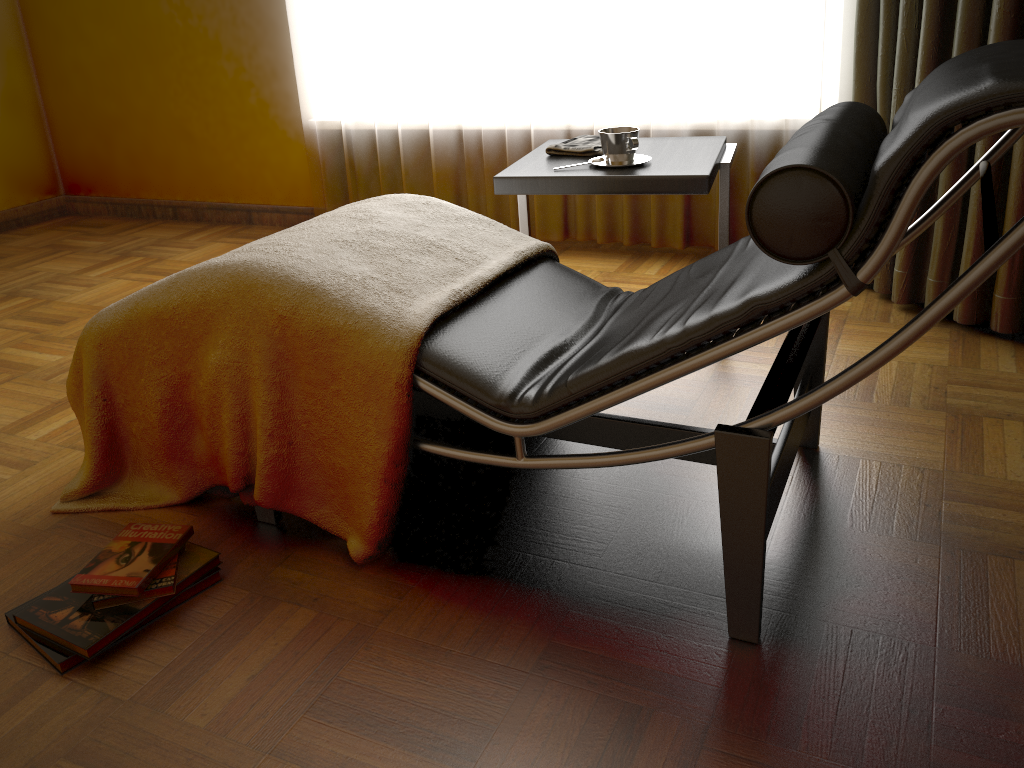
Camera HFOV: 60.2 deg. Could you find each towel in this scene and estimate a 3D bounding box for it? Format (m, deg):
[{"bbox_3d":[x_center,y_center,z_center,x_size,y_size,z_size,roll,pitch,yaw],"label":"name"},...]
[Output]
[{"bbox_3d":[0.212,-0.631,2.333,0.179,0.034,0.247,9,27,28],"label":"towel"}]

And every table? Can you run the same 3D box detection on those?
[{"bbox_3d":[0.269,-0.559,2.237,0.500,0.044,0.533,4,25,17],"label":"table"}]

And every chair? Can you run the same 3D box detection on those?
[{"bbox_3d":[0.040,-0.171,1.629,1.795,0.775,0.652,8,24,25],"label":"chair"}]

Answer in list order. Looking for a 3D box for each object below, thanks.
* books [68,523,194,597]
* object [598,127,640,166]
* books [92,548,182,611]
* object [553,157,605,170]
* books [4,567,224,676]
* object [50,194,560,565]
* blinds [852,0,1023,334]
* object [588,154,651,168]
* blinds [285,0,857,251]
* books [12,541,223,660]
[{"bbox_3d":[-0.637,0.292,1.489,0.123,0.017,0.178,1,24,11],"label":"books"},{"bbox_3d":[0.262,-0.565,2.101,0.111,0.076,0.100,8,25,26],"label":"object"},{"bbox_3d":[-0.628,0.309,1.494,0.124,0.017,0.177,-10,24,-12],"label":"books"},{"bbox_3d":[0.159,-0.524,2.096,0.123,0.019,0.030,-6,23,-4],"label":"object"},{"bbox_3d":[-0.666,0.357,1.488,0.202,0.022,0.286,15,30,37],"label":"books"},{"bbox_3d":[-0.418,-0.107,1.919,0.912,0.505,0.942,7,26,25],"label":"object"},{"bbox_3d":[1.237,-1.213,1.762,0.225,2.382,1.571,-10,22,-16],"label":"blinds"},{"bbox_3d":[0.258,-0.533,2.116,0.151,0.009,0.153,10,28,30],"label":"object"},{"bbox_3d":[0.063,-1.585,2.944,2.204,2.225,0.095,7,23,26],"label":"blinds"},{"bbox_3d":[-0.651,0.339,1.475,0.190,0.019,0.271,10,27,28],"label":"books"}]
